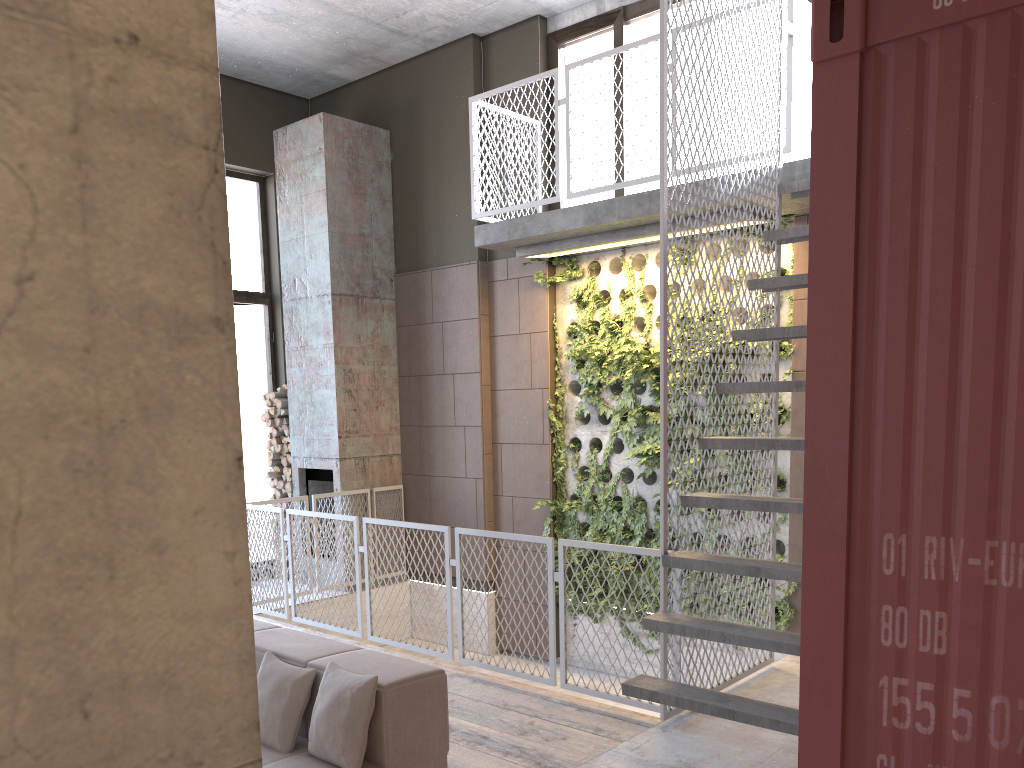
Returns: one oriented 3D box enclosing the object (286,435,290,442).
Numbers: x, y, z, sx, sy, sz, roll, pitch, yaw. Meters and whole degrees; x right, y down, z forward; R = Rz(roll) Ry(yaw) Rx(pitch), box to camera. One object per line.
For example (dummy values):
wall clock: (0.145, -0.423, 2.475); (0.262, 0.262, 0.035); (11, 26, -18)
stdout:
object: (-2.182, 0.571, 9.248); (0.071, 0.073, 0.419); (2, 1, 41)

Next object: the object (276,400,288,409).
object: (-2.262, 0.210, 9.207); (0.093, 0.094, 0.434); (1, 1, 41)

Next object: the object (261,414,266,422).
object: (-2.482, 0.358, 9.411); (0.091, 0.093, 0.434); (2, 1, 41)

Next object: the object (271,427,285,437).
object: (-2.407, 0.506, 9.339); (0.098, 0.108, 0.292); (2, 2, 42)

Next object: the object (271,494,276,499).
object: (-2.475, 1.210, 9.450); (0.045, 0.074, 0.249); (3, 3, 41)

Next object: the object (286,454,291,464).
object: (-2.198, 0.782, 9.241); (0.088, 0.110, 0.362); (2, 2, 41)

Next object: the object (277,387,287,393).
object: (-2.315, 0.072, 9.256); (0.065, 0.074, 0.356); (2, 1, 40)

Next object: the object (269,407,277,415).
object: (-2.341, 0.280, 9.297); (0.093, 0.084, 0.476); (1, 1, 41)

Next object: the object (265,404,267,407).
object: (-2.457, 0.217, 9.406); (0.122, 0.069, 0.361); (0, 0, 43)

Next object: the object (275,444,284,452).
object: (-2.292, 0.673, 9.351); (0.093, 0.085, 0.476); (1, 1, 41)

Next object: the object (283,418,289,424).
object: (-2.228, 0.384, 9.270); (0.067, 0.072, 0.420); (2, 1, 41)

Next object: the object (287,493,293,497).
object: (-2.196, 1.179, 9.341); (0.066, 0.086, 0.422); (2, 2, 39)

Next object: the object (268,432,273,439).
object: (-2.489, 0.547, 9.365); (0.045, 0.074, 0.249); (3, 3, 41)

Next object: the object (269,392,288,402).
object: (-2.402, 0.133, 9.239); (0.103, 0.104, 0.290); (1, 2, 41)

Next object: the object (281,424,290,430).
object: (-2.247, 0.451, 9.261); (0.121, 0.068, 0.361); (0, 0, 43)

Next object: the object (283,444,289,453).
object: (-2.216, 0.670, 9.310); (0.090, 0.090, 0.452); (1, 1, 41)

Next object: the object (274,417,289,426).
object: (-2.299, 0.396, 9.295); (0.090, 0.090, 0.452); (1, 1, 40)

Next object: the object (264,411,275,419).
object: (-2.420, 0.331, 9.348); (0.090, 0.090, 0.452); (1, 1, 41)

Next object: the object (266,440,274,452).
object: (-2.481, 0.660, 9.468); (0.063, 0.127, 0.361); (3, 3, 40)

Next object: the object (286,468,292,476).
object: (-2.163, 0.915, 9.275); (0.093, 0.085, 0.476); (1, 1, 41)

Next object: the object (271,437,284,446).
object: (-2.372, 0.606, 9.422); (0.092, 0.094, 0.434); (2, 1, 41)

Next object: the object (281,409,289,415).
object: (-2.226, 0.288, 9.195); (0.066, 0.068, 0.420); (2, 1, 41)

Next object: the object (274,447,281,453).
object: (-2.315, 0.680, 9.349); (0.114, 0.080, 0.432); (0, 0, 41)

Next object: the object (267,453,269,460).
object: (-2.435, 0.768, 9.436); (0.067, 0.068, 0.420); (1, 1, 41)

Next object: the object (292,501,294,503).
object: (-2.154, 1.209, 9.309); (0.066, 0.086, 0.422); (2, 2, 39)

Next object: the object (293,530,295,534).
object: (-2.161, 1.548, 9.374); (0.071, 0.073, 0.419); (2, 1, 41)

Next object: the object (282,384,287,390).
object: (-2.252, 0.033, 9.230); (0.087, 0.056, 0.330); (0, 0, 41)

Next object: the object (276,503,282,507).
object: (-2.358, 1.269, 9.508); (0.092, 0.094, 0.434); (2, 1, 41)

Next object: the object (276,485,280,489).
object: (-2.369, 1.092, 9.434); (0.088, 0.057, 0.330); (0, 0, 41)

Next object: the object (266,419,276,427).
object: (-2.389, 0.409, 9.341); (0.093, 0.085, 0.476); (1, 1, 41)

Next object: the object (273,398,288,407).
object: (-2.338, 0.192, 9.236); (0.103, 0.085, 0.360); (1, 1, 41)

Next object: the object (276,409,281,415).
object: (-2.286, 0.291, 9.248); (0.067, 0.067, 0.420); (1, 1, 41)

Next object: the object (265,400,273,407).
object: (-2.407, 0.203, 9.312); (0.112, 0.081, 0.432); (0, 0, 41)

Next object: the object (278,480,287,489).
object: (-2.284, 1.058, 9.381); (0.090, 0.090, 0.452); (1, 1, 40)

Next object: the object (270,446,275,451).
object: (-2.408, 0.686, 9.456); (0.067, 0.068, 0.420); (1, 1, 41)

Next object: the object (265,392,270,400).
object: (-2.416, 0.130, 9.360); (0.090, 0.091, 0.452); (1, 1, 40)

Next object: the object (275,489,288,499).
object: (-2.392, 1.168, 9.424); (0.098, 0.108, 0.292); (2, 2, 42)

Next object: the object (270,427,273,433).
object: (-2.449, 0.498, 9.433); (0.100, 0.104, 0.290); (2, 2, 43)

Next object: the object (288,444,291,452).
object: (-2.154, 0.660, 9.249); (0.091, 0.093, 0.434); (2, 1, 41)

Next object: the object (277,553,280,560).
object: (-2.418, 1.883, 9.611); (0.100, 0.104, 0.290); (2, 2, 43)

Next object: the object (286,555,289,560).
object: (-2.290, 1.851, 9.511); (0.064, 0.075, 0.357); (2, 1, 40)

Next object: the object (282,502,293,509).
object: (-2.242, 1.269, 9.371); (0.090, 0.090, 0.452); (2, 1, 42)

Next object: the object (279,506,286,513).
object: (-2.277, 1.336, 9.436); (0.093, 0.085, 0.476); (1, 1, 41)

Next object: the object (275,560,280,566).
object: (-2.459, 1.931, 9.543); (0.045, 0.074, 0.249); (3, 3, 41)

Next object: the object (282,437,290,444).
object: (-2.227, 0.598, 9.316); (0.114, 0.080, 0.432); (0, 0, 41)

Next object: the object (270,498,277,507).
object: (-2.454, 1.277, 9.536); (0.088, 0.110, 0.362); (2, 2, 41)

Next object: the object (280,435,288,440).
object: (-2.297, 0.588, 9.389); (0.101, 0.088, 0.360); (1, 1, 41)

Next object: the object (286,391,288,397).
object: (-2.229, 0.111, 9.261); (0.099, 0.109, 0.292); (2, 2, 42)

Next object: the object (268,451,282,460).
object: (-2.380, 0.755, 9.384); (0.093, 0.085, 0.476); (1, 1, 41)

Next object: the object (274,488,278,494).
object: (-2.434, 1.161, 9.518); (0.100, 0.104, 0.290); (2, 2, 43)

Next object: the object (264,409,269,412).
object: (-2.453, 0.290, 9.398); (0.066, 0.087, 0.422); (2, 2, 39)

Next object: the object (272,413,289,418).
object: (-2.325, 0.333, 9.305); (0.114, 0.080, 0.432); (0, 0, 41)

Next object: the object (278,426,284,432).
object: (-2.321, 0.467, 9.333); (0.064, 0.075, 0.357); (2, 1, 40)

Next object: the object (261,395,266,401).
object: (-2.482, 0.147, 9.382); (0.067, 0.070, 0.420); (2, 1, 41)

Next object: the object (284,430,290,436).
object: (-2.211, 0.516, 9.255); (0.066, 0.086, 0.422); (2, 2, 39)

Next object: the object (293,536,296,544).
object: (-2.132, 1.643, 9.376); (0.091, 0.093, 0.434); (2, 1, 41)
